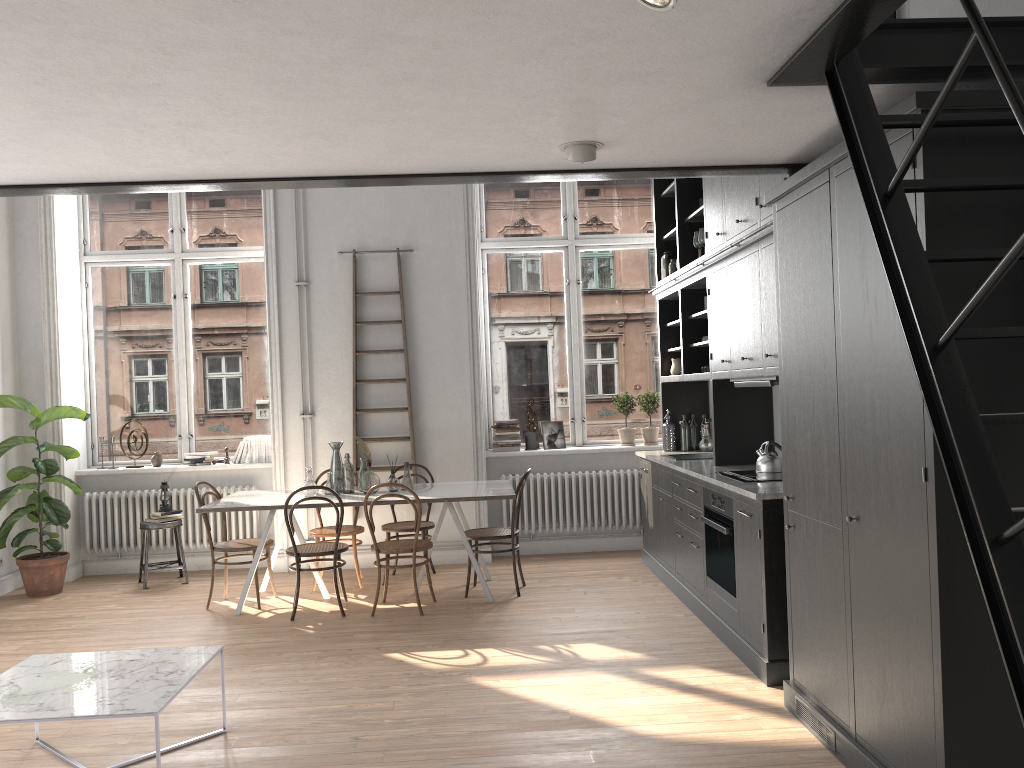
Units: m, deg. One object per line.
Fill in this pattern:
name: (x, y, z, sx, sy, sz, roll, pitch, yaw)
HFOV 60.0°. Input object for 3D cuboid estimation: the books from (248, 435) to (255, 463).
books: (-2.386, 0.597, 8.130, 0.024, 0.243, 0.175, -2, 0, -3)

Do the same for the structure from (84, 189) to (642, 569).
structure: (-1.263, -0.619, 7.918, 5.182, 4.474, 0.340, -2, 0, -3)

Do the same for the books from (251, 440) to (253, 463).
books: (-2.358, 0.615, 8.110, 0.020, 0.205, 0.155, -2, 0, -3)

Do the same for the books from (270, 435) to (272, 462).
books: (-2.182, 0.589, 8.119, 0.024, 0.243, 0.175, -2, 0, -3)

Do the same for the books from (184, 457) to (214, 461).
books: (-2.848, 0.680, 8.071, 0.221, 0.023, 0.147, -2, 0, 13)

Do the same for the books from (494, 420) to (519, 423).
books: (-0.054, 0.347, 8.212, 0.201, 0.024, 0.159, -2, 0, -13)

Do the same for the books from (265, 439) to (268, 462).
books: (-2.229, 0.610, 8.116, 0.020, 0.205, 0.155, -2, 0, -3)

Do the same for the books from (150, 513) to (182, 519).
books: (-2.933, 1.115, 7.520, 0.232, 0.029, 0.163, -2, -1, -32)

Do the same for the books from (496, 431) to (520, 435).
books: (-0.041, 0.454, 8.208, 0.222, 0.024, 0.158, -2, 0, -3)

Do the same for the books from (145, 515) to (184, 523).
books: (-2.944, 1.142, 7.517, 0.194, 0.034, 0.246, -3, -1, 38)

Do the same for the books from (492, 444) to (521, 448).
books: (-0.053, 0.565, 8.190, 0.249, 0.023, 0.175, -2, 0, -7)

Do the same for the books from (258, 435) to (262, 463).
books: (-2.296, 0.593, 8.129, 0.019, 0.244, 0.174, -2, 0, -3)

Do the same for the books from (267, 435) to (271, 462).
books: (-2.208, 0.590, 8.138, 0.024, 0.243, 0.175, -2, 0, -3)

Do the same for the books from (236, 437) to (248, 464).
books: (-2.457, 0.603, 8.104, 0.100, 0.235, 0.174, -2, 0, -3)

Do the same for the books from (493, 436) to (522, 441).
books: (-0.047, 0.502, 8.207, 0.245, 0.028, 0.193, -2, 0, -8)

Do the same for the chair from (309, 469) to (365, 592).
chair: (-1.411, 1.158, 7.174, 0.438, 0.920, 0.549, -2, 0, -5)

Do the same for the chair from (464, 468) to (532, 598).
chair: (-0.110, 1.104, 6.680, 0.549, 0.920, 0.438, -2, 0, 10)

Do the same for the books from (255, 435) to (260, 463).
books: (-2.315, 0.594, 8.111, 0.019, 0.244, 0.174, -2, 0, -3)

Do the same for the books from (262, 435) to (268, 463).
books: (-2.252, 0.592, 8.114, 0.019, 0.244, 0.174, -2, 0, -3)

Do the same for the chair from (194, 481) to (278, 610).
chair: (-2.056, 1.178, 6.613, 0.549, 0.920, 0.438, -2, 0, 6)

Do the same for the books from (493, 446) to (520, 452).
books: (-0.053, 0.598, 8.191, 0.248, 0.043, 0.192, -2, 0, -3)

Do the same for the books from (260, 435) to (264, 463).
books: (-2.275, 0.593, 8.135, 0.024, 0.243, 0.175, -2, 0, -3)

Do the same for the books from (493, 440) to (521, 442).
books: (-0.045, 0.523, 8.206, 0.255, 0.014, 0.192, -2, 0, 1)

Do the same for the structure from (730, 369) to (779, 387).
structure: (1.586, -0.050, 5.217, 0.379, 0.123, 0.844, -2, 0, -3)

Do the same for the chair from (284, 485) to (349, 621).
chair: (-1.375, 1.148, 6.235, 0.438, 0.920, 0.549, -2, 0, -7)

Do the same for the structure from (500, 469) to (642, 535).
structure: (0.642, 1.064, 8.076, 1.577, 0.552, 0.194, -2, 0, -3)

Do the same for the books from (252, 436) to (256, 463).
books: (-2.336, 0.595, 8.101, 0.024, 0.243, 0.175, -2, 0, -3)

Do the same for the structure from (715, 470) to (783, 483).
structure: (1.479, 0.537, 5.206, 0.427, 0.011, 0.592, -2, 0, -3)

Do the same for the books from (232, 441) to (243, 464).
books: (-2.496, 0.624, 8.107, 0.105, 0.194, 0.155, -2, 0, -4)

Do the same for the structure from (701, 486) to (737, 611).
structure: (1.487, 0.933, 5.204, 0.618, 0.623, 0.622, -2, 0, -3)

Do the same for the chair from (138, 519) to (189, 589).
chair: (-2.949, 1.417, 7.483, 0.364, 0.523, 0.360, -2, 0, -29)

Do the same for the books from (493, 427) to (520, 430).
books: (-0.051, 0.411, 8.203, 0.244, 0.019, 0.174, -2, 0, -3)

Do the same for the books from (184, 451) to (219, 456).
books: (-2.829, 0.634, 8.081, 0.244, 0.019, 0.174, -2, 0, 7)

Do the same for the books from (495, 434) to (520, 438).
books: (-0.043, 0.477, 8.202, 0.205, 0.022, 0.155, -2, 0, 11)

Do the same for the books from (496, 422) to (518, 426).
books: (-0.047, 0.368, 8.203, 0.205, 0.020, 0.155, -2, 0, -3)

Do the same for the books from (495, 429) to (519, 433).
books: (-0.045, 0.432, 8.202, 0.205, 0.022, 0.155, -2, 0, -8)

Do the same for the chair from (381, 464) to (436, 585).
chair: (-0.842, 1.137, 7.279, 0.438, 0.920, 0.549, -2, 0, 4)

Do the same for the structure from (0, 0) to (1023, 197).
structure: (-1.096, -1.495, 1.894, 5.927, 1.213, 4.158, -2, 0, -3)

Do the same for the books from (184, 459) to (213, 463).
books: (-2.850, 0.702, 8.073, 0.205, 0.022, 0.155, -2, -1, 17)

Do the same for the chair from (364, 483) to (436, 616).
chair: (-0.789, 1.126, 6.225, 0.438, 0.920, 0.549, -2, 0, 8)

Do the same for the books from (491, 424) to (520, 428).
books: (-0.060, 0.390, 8.202, 0.231, 0.023, 0.162, -2, 0, 13)

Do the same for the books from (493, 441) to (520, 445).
books: (-0.053, 0.542, 8.190, 0.249, 0.023, 0.175, -2, 0, -2)

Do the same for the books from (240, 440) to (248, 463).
books: (-2.432, 0.618, 8.107, 0.072, 0.203, 0.155, -2, 0, -3)

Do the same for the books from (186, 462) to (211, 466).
books: (-2.855, 0.725, 8.076, 0.147, 0.023, 0.221, -2, -1, -44)

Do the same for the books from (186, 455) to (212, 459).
books: (-2.846, 0.659, 8.060, 0.205, 0.020, 0.155, -2, 0, -13)
